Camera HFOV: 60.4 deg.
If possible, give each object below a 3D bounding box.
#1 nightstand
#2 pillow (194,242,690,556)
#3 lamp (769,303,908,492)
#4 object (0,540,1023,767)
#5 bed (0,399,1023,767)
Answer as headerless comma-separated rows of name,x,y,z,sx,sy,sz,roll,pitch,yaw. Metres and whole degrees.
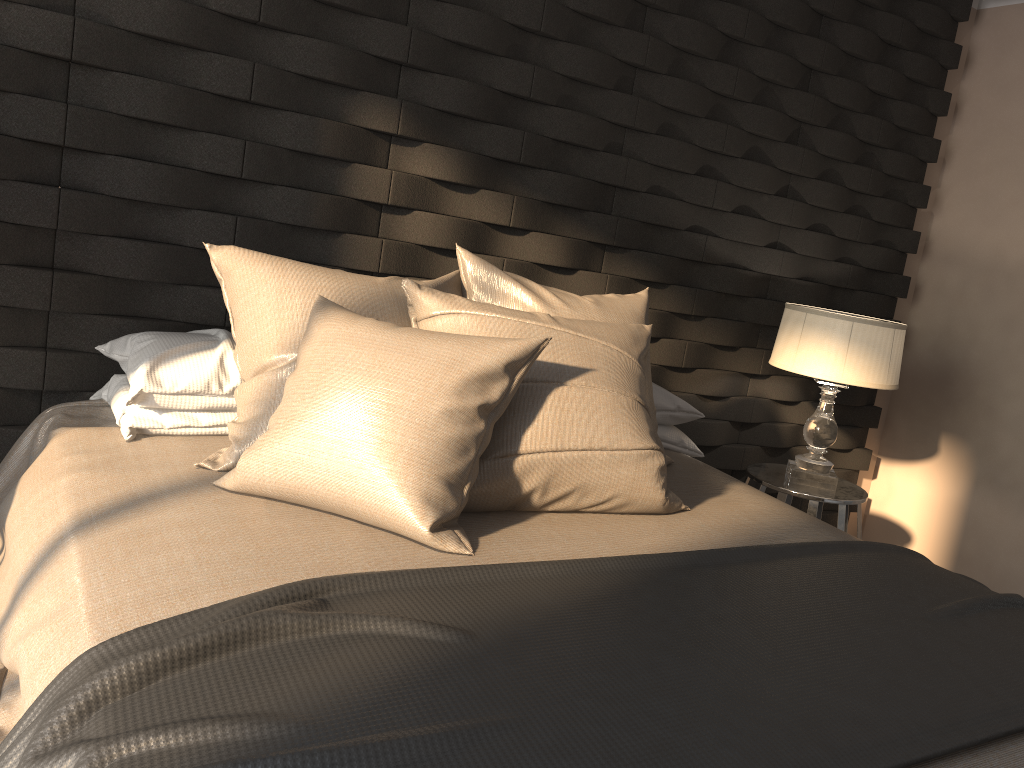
nightstand,1.047,0.586,3.289,0.615,0.470,0.629,11,9,6
pillow,-0.004,-0.028,2.005,1.318,0.516,0.861,4,11,-30
lamp,1.149,0.054,3.204,0.451,0.628,0.482,13,9,20
object,0.357,0.530,1.395,2.154,0.321,0.591,4,11,-33
bed,0.122,0.603,1.788,2.404,0.621,2.192,4,11,-31
